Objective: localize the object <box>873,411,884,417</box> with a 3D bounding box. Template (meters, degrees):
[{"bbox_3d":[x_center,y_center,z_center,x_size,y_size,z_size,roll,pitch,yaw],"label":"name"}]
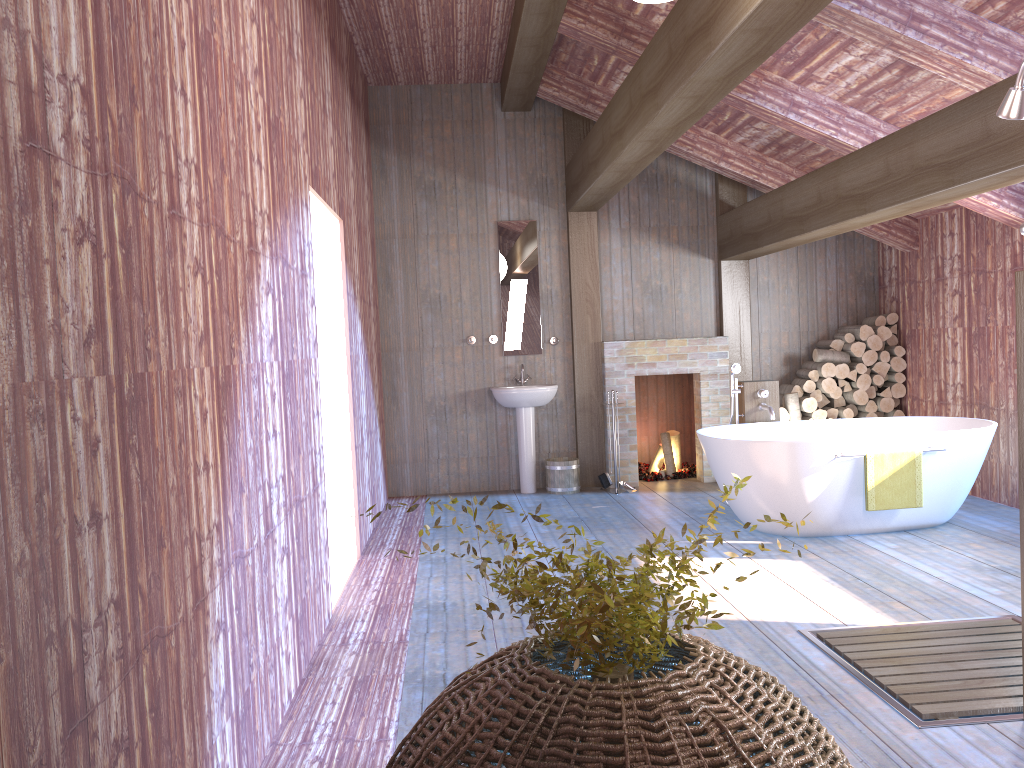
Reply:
[{"bbox_3d":[3.243,0.288,8.059,0.118,0.106,0.319,-3,3,-6],"label":"object"}]

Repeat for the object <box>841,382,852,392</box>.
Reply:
[{"bbox_3d":[2.945,0.017,7.929,0.085,0.096,0.280,-3,3,-3],"label":"object"}]

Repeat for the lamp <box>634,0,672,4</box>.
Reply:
[{"bbox_3d":[0.430,-1.708,2.720,0.174,1.001,0.174,-4,3,-23],"label":"lamp"}]

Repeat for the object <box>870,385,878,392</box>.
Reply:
[{"bbox_3d":[3.195,0.035,7.932,0.065,0.069,0.177,-3,3,-5],"label":"object"}]

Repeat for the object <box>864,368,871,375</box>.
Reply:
[{"bbox_3d":[3.100,-0.103,7.910,0.095,0.090,0.278,-3,3,-3],"label":"object"}]

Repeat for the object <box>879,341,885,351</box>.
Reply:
[{"bbox_3d":[3.247,-0.338,8.035,0.132,0.119,0.319,-3,3,-3],"label":"object"}]

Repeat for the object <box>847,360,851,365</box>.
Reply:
[{"bbox_3d":[2.941,-0.211,8.013,0.121,0.124,0.291,-3,3,-3],"label":"object"}]

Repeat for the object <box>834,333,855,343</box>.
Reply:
[{"bbox_3d":[2.959,-0.410,7.899,0.094,0.097,0.227,-3,3,-3],"label":"object"}]

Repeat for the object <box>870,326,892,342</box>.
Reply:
[{"bbox_3d":[3.233,-0.449,7.948,0.133,0.142,0.456,-3,3,-3],"label":"object"}]

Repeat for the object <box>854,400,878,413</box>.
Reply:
[{"bbox_3d":[3.134,0.192,7.922,0.114,0.113,0.301,-3,3,-6],"label":"object"}]

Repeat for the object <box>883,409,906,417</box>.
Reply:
[{"bbox_3d":[3.364,0.285,7.989,0.139,0.137,0.455,-3,3,-6],"label":"object"}]

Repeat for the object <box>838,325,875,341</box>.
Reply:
[{"bbox_3d":[3.074,-0.457,7.934,0.135,0.139,0.456,-3,3,-3],"label":"object"}]

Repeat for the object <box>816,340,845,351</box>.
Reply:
[{"bbox_3d":[2.869,-0.340,8.002,0.140,0.121,0.319,-3,3,-2],"label":"object"}]

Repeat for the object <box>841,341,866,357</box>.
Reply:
[{"bbox_3d":[2.994,-0.315,7.934,0.139,0.148,0.458,-3,3,-4],"label":"object"}]

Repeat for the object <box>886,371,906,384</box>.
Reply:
[{"bbox_3d":[3.371,-0.067,7.953,0.102,0.109,0.438,-3,3,-4],"label":"object"}]

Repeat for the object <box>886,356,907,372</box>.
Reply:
[{"bbox_3d":[3.357,-0.185,7.951,0.147,0.152,0.439,-3,3,-4],"label":"object"}]

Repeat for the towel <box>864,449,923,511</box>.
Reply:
[{"bbox_3d":[2.339,0.588,5.431,0.370,0.361,0.032,-3,3,-8],"label":"towel"}]

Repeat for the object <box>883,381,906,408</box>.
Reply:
[{"bbox_3d":[3.367,0.099,7.970,0.137,0.256,0.439,-3,3,-4],"label":"object"}]

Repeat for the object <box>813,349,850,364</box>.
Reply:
[{"bbox_3d":[2.808,-0.238,7.802,0.302,0.157,0.121,-3,3,-3],"label":"object"}]

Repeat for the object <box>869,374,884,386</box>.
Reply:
[{"bbox_3d":[3.177,-0.048,7.938,0.102,0.109,0.438,-3,3,-4],"label":"object"}]

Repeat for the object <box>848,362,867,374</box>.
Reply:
[{"bbox_3d":[3.022,-0.148,7.921,0.102,0.109,0.438,-3,3,-4],"label":"object"}]

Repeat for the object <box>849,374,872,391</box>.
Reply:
[{"bbox_3d":[3.050,-0.020,7.932,0.136,0.157,0.439,-3,3,-3],"label":"object"}]

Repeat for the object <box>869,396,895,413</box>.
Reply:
[{"bbox_3d":[3.256,0.175,7.963,0.137,0.133,0.437,-3,3,-6],"label":"object"}]

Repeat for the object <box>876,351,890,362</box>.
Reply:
[{"bbox_3d":[3.236,-0.249,7.935,0.089,0.106,0.437,-3,3,-3],"label":"object"}]

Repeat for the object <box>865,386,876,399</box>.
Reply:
[{"bbox_3d":[3.127,0.064,7.927,0.111,0.118,0.302,-3,3,-5],"label":"object"}]

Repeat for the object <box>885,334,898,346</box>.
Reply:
[{"bbox_3d":[3.356,-0.395,7.976,0.107,0.115,0.269,-3,3,-3],"label":"object"}]

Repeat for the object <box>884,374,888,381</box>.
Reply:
[{"bbox_3d":[3.307,-0.065,7.994,0.088,0.092,0.280,-3,3,-3],"label":"object"}]

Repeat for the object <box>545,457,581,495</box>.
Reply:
[{"bbox_3d":[0.447,0.806,7.786,0.309,0.290,0.308,-2,3,6],"label":"object"}]

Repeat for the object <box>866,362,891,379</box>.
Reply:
[{"bbox_3d":[3.207,-0.132,7.968,0.172,0.151,0.482,-3,3,-3],"label":"object"}]

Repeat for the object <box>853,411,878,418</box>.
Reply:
[{"bbox_3d":[3.141,0.300,7.922,0.116,0.117,0.289,-3,3,-6],"label":"object"}]

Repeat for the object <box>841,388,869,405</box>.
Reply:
[{"bbox_3d":[3.012,0.106,7.934,0.141,0.143,0.437,-3,3,-6],"label":"object"}]

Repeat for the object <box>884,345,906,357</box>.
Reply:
[{"bbox_3d":[3.365,-0.299,7.943,0.102,0.109,0.438,-3,3,-4],"label":"object"}]

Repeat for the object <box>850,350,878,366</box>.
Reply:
[{"bbox_3d":[3.097,-0.229,7.927,0.143,0.151,0.440,-3,3,-4],"label":"object"}]

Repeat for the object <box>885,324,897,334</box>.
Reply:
[{"bbox_3d":[3.359,-0.493,7.987,0.081,0.100,0.281,-3,3,-4],"label":"object"}]

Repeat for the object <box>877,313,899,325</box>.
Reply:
[{"bbox_3d":[3.352,-0.577,7.968,0.112,0.113,0.271,-3,3,-4],"label":"object"}]

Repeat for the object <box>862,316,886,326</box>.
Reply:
[{"bbox_3d":[3.247,-0.549,7.960,0.104,0.121,0.270,-3,3,-3],"label":"object"}]

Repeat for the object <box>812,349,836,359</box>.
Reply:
[{"bbox_3d":[2.820,-0.253,8.001,0.113,0.130,0.291,-3,3,-3],"label":"object"}]

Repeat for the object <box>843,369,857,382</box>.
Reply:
[{"bbox_3d":[2.936,-0.073,7.917,0.109,0.124,0.424,-3,3,-5],"label":"object"}]

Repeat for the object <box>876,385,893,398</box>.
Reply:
[{"bbox_3d":[3.252,0.059,7.950,0.115,0.112,0.423,-3,3,-4],"label":"object"}]

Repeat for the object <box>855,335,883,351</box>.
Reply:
[{"bbox_3d":[3.131,-0.367,7.924,0.141,0.143,0.437,-3,3,-6],"label":"object"}]
